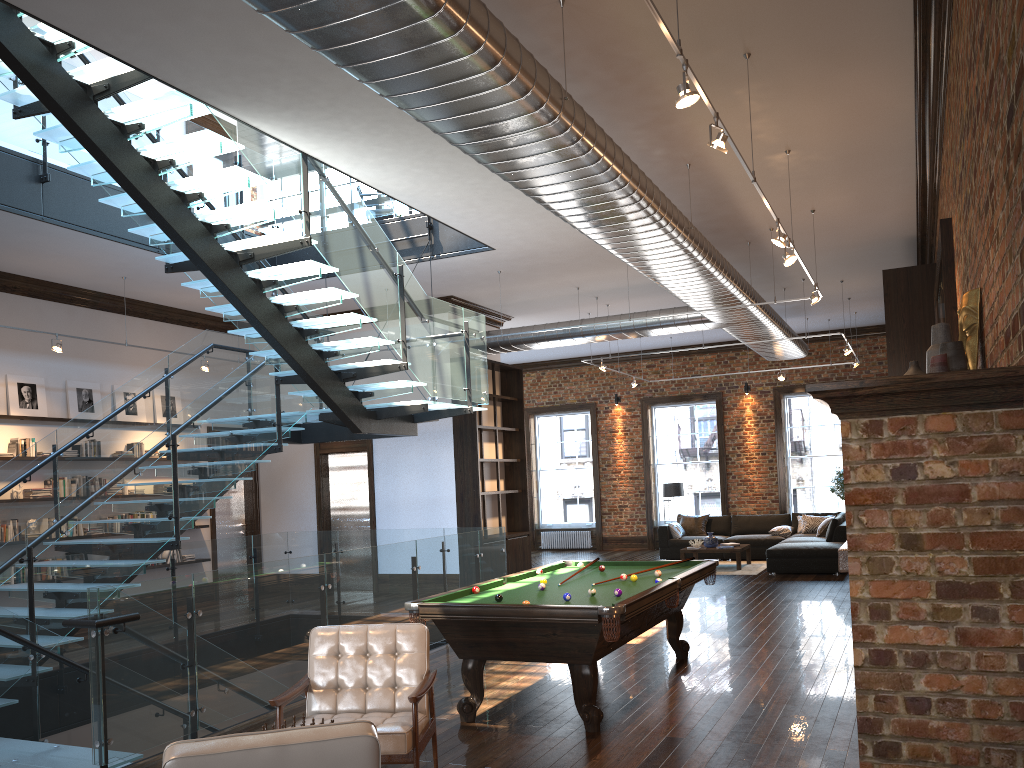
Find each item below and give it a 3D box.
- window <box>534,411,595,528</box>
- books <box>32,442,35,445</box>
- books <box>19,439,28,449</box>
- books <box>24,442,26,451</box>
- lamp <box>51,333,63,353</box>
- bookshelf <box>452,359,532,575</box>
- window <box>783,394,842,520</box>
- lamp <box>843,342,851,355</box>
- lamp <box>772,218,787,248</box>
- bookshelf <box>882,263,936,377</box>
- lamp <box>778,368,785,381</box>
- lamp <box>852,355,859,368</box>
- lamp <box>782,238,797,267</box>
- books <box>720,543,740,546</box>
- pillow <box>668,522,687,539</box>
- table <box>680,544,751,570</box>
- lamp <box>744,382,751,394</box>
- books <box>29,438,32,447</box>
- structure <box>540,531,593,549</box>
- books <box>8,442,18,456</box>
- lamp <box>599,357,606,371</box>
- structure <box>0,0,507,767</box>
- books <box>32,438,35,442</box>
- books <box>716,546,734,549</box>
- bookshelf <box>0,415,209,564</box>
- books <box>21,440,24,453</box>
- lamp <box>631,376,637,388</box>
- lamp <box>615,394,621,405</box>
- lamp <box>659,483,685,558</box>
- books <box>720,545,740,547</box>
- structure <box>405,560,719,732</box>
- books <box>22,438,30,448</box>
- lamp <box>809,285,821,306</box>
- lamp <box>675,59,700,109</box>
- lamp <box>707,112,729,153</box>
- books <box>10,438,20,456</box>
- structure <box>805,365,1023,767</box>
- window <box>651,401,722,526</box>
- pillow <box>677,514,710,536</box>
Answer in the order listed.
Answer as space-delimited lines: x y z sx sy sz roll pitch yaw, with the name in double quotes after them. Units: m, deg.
1.305 2.038 20.828 1.523 2.744 0.155 -4 -2 25 "window"
-5.910 0.808 10.880 0.132 0.177 0.035 -4 -2 25 "books"
-5.940 0.777 10.764 0.164 0.216 0.012 -4 -2 25 "books"
-5.956 0.796 10.748 0.158 0.176 0.029 -4 -2 25 "books"
-5.218 -0.468 10.166 0.114 0.229 0.114 -2 -3 -21 "lamp"
-0.296 1.422 13.923 0.401 3.505 1.785 -3 -3 24 "bookshelf"
6.495 1.534 18.442 1.523 2.744 0.155 -4 -2 25 "window"
5.153 -0.558 13.619 0.113 0.229 0.114 -3 -2 0 "lamp"
2.064 -1.168 6.875 0.114 0.229 0.114 -1 -3 -36 "lamp"
6.427 0.879 14.006 0.601 3.984 7.428 -3 -5 24 "bookshelf"
5.157 -0.182 16.995 0.113 0.229 0.114 -2 -2 -6 "lamp"
5.992 -0.393 15.442 0.114 0.229 0.114 -1 -3 -26 "lamp"
2.341 -1.114 7.480 0.114 0.229 0.114 -3 -2 4 "lamp"
3.745 2.753 15.226 0.262 0.028 0.206 1 -7 -33 "books"
3.184 2.812 17.036 0.244 0.304 0.575 -4 -5 25 "pillow"
3.523 2.982 15.297 1.002 0.344 1.003 -5 -6 24 "table"
4.958 0.092 18.716 0.126 0.236 0.155 -4 -3 24 "lamp"
-5.926 0.781 10.855 0.112 0.228 0.024 -4 -2 25 "books"
1.262 3.606 20.532 1.304 0.394 0.216 -5 -4 25 "structure"
-6.013 0.791 10.673 0.129 0.175 0.050 -4 -2 25 "books"
1.453 -0.313 14.296 0.113 0.229 0.114 0 -3 -45 "lamp"
-3.029 0.877 7.984 3.583 14.447 7.056 -3 -3 24 "structure"
-5.909 0.784 10.906 0.119 0.232 0.014 -4 -2 25 "books"
3.586 2.754 14.925 0.262 0.024 0.206 -3 -6 2 "books"
-5.531 1.486 11.583 0.201 2.047 4.087 -3 -5 24 "bookshelf"
-5.967 0.783 10.721 0.164 0.197 0.029 -4 -2 25 "books"
2.363 -0.041 17.111 0.113 0.229 0.114 -2 -3 -25 "lamp"
2.359 0.345 19.911 0.126 0.236 0.155 -4 -3 24 "lamp"
3.097 2.679 17.396 0.419 1.462 0.690 -1 -3 -36 "lamp"
3.747 2.780 15.233 0.261 0.024 0.206 1 -7 -31 "books"
0.581 1.940 6.958 1.556 0.848 2.965 -5 -6 24 "structure"
-5.937 0.776 10.809 0.133 0.228 0.025 -4 -2 25 "books"
3.202 -0.944 9.357 0.114 0.229 0.114 -5 -3 39 "lamp"
0.822 -1.420 4.182 0.117 0.212 0.118 -1 -3 -24 "lamp"
1.110 -1.355 4.808 0.114 0.229 0.114 -3 -2 -1 "lamp"
-5.993 0.767 10.699 0.143 0.228 0.014 -4 -2 25 "books"
1.632 1.012 3.779 0.889 1.900 2.004 -4 -4 24 "structure"
3.899 1.786 19.635 1.523 2.744 0.155 -4 -2 25 "window"
3.500 2.753 17.317 0.702 0.438 0.305 -5 -4 25 "pillow"
